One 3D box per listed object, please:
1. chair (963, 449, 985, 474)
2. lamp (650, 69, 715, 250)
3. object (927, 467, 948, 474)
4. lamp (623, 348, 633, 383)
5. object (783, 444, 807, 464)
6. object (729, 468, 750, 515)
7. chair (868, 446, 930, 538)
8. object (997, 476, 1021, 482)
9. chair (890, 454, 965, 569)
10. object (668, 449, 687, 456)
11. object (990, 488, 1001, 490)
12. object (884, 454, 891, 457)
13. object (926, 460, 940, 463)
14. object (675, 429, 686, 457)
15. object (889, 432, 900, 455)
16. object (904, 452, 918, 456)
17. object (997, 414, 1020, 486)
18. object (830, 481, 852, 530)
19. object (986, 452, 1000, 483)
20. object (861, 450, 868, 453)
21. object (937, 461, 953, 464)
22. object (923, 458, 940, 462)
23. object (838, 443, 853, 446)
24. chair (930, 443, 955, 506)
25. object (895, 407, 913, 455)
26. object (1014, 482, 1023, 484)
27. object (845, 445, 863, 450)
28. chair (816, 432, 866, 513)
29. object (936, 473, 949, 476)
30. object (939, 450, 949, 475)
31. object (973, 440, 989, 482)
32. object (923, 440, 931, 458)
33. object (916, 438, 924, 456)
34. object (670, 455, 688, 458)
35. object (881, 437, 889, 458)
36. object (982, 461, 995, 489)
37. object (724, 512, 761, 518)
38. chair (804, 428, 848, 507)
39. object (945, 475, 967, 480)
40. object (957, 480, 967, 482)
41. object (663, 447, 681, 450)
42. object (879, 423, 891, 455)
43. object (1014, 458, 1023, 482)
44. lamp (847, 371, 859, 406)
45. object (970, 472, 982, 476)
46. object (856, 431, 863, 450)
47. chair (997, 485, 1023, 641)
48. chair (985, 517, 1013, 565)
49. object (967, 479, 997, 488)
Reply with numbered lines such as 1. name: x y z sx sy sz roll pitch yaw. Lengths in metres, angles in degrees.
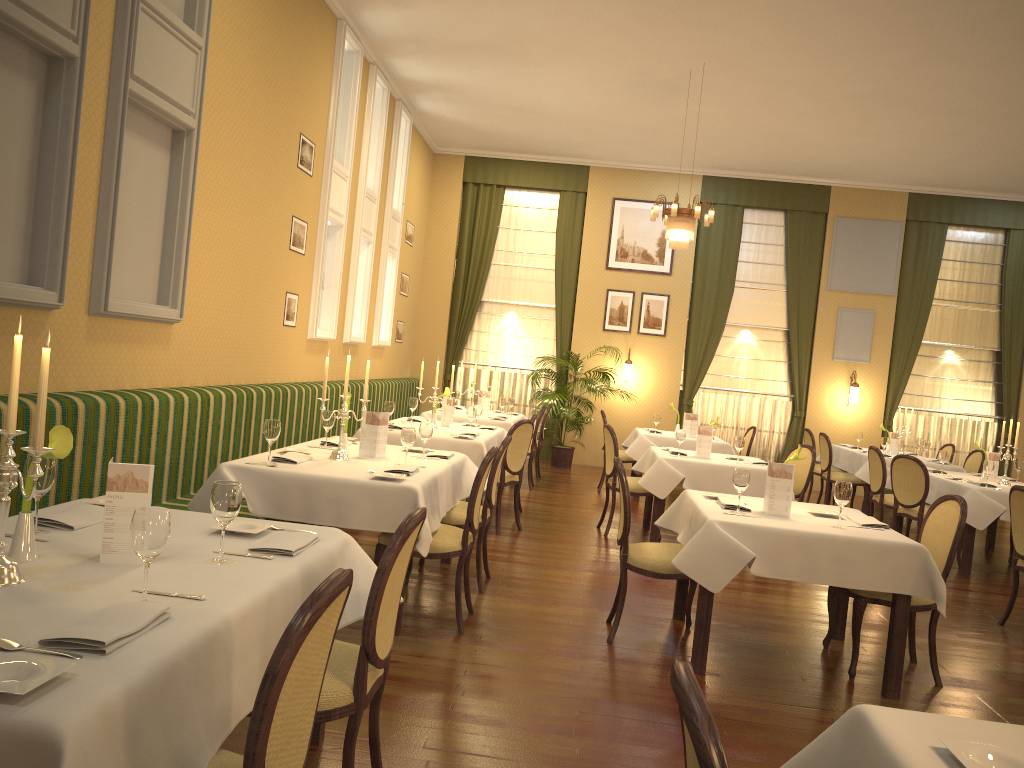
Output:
1. chair: 5.140 1.211 10.349 0.571 0.955 0.530 6 1 5
2. lamp: 1.737 -2.233 8.752 0.593 1.796 0.593 6 1 3
3. object: 4.168 0.855 8.746 0.142 0.033 0.273 6 1 5
4. lamp: 1.673 -0.271 12.925 0.114 0.513 0.323 6 1 -6
5. object: 1.470 0.503 4.728 0.163 0.375 0.076 5 1 -18
6. object: 1.174 0.550 4.562 0.088 0.229 0.088 5 2 -37
7. chair: 3.755 1.110 8.682 0.571 0.955 0.530 6 1 5
8. object: 4.851 0.930 8.701 0.142 0.024 0.273 6 1 5
9. chair: 3.679 1.121 7.934 0.571 0.955 0.530 5 1 -20
10. object: 1.457 0.601 7.797 0.142 0.033 0.273 6 1 5
11. object: 4.035 0.880 7.479 0.181 0.015 0.038 6 1 6
12. object: 4.353 0.833 10.441 0.142 0.033 0.273 6 1 5
13. object: 4.882 0.898 10.264 0.181 0.015 0.038 6 1 6
14. object: 1.438 0.503 7.591 0.088 0.229 0.088 5 2 -43
15. object: 4.730 0.736 10.931 0.166 0.277 0.081 5 2 -24
16. object: 5.084 0.889 11.364 0.142 0.024 0.273 6 1 5
17. object: 4.493 0.595 8.029 0.131 0.655 0.390 7 2 39
18. object: 1.636 0.601 4.404 0.088 0.229 0.088 5 2 -37
19. object: 4.497 0.777 8.268 0.166 0.277 0.081 5 2 -24
20. object: 4.294 0.822 10.749 0.160 0.024 0.160 6 1 5
21. object: 4.917 0.901 10.105 0.160 0.024 0.160 6 1 5
22. object: 4.951 0.894 10.423 0.142 0.033 0.273 6 1 5
23. object: 4.394 0.809 11.681 0.160 0.024 0.160 6 1 5
24. chair: 5.214 1.198 11.188 0.571 0.955 0.530 6 1 5
25. object: 4.726 0.553 10.693 0.390 0.655 0.131 5 2 -29
26. object: 4.761 0.933 8.434 0.185 0.010 0.017 6 1 5
27. object: 4.401 0.814 11.410 0.142 0.033 0.273 6 1 5
28. chair: 3.920 1.081 10.575 0.571 0.955 0.530 6 1 5
29. object: 4.139 0.868 8.459 0.185 0.010 0.017 6 1 6
30. object: 4.149 0.757 8.540 0.088 0.229 0.088 5 2 -37
31. object: 4.355 0.713 8.231 0.163 0.375 0.076 7 2 27
32. object: 4.955 0.789 10.612 0.088 0.229 0.088 5 2 -37
33. object: 5.083 0.791 11.074 0.088 0.229 0.088 5 2 -37
34. object: 1.428 0.614 7.510 0.185 0.010 0.017 6 1 6
35. object: 4.292 0.731 10.227 0.088 0.229 0.088 5 2 -37
36. object: 4.059 0.772 7.564 0.088 0.229 0.088 5 2 -37
37. object: 1.163 0.661 4.481 0.185 0.010 0.017 6 1 6
38. chair: 3.987 1.069 11.345 0.571 0.955 0.530 6 1 5
39. object: 4.061 0.863 8.085 0.160 0.024 0.160 6 1 5
40. object: 4.095 0.876 7.956 0.185 0.010 0.017 6 1 6
41. object: 1.450 0.596 8.068 0.160 0.024 0.160 6 1 5
42. object: 4.588 0.671 10.894 0.163 0.375 0.076 7 2 27
43. object: 4.859 0.831 8.508 0.088 0.229 0.088 5 2 -37
44. lamp: 4.839 0.060 12.653 0.114 0.513 0.323 6 1 -6
45. object: 4.674 0.908 8.821 0.160 0.024 0.160 6 1 5
46. object: 4.382 0.716 11.204 0.088 0.229 0.088 5 2 -37
47. chair: 3.494 1.156 5.703 0.571 0.955 0.530 6 1 5
48. chair: 4.981 1.239 8.525 0.571 0.955 0.530 6 1 5
49. object: 4.120 0.874 7.777 0.142 0.033 0.273 6 1 5
